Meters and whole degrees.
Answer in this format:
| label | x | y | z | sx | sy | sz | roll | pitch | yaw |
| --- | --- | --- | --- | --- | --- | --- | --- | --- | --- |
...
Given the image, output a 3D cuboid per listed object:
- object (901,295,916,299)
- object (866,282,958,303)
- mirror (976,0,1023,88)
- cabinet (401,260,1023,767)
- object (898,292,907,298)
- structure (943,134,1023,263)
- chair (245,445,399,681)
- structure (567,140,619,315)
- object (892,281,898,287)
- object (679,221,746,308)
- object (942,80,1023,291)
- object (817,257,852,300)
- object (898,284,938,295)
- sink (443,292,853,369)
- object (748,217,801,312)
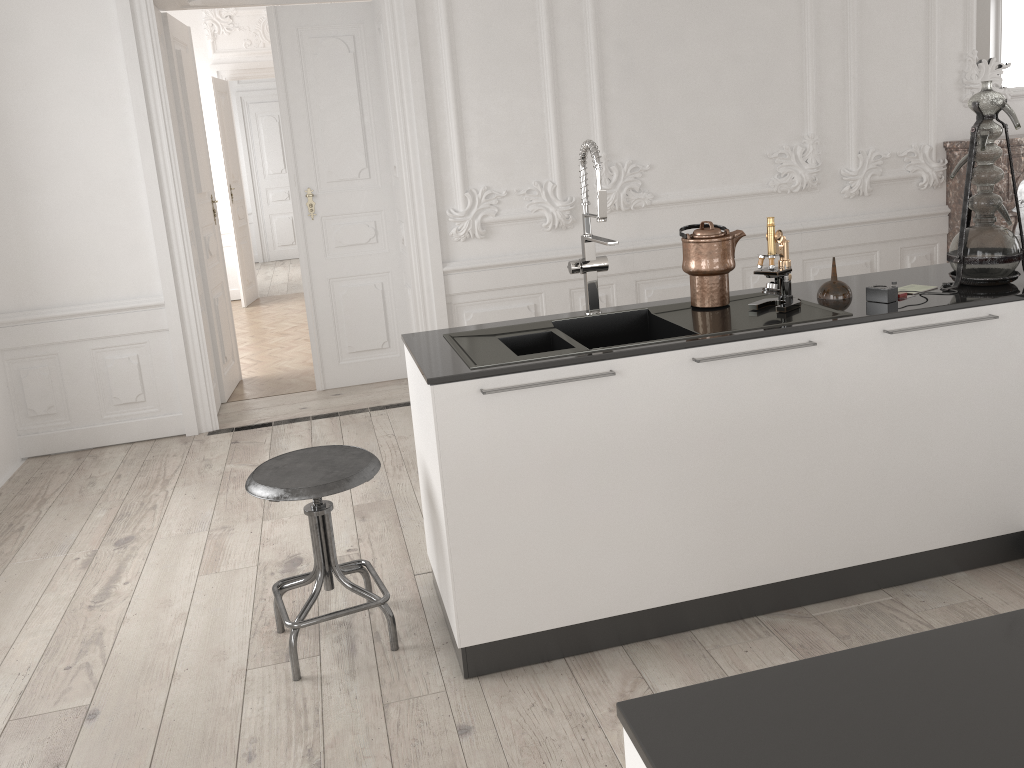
| label | x | y | z | sx | sy | sz | roll | pitch | yaw |
| --- | --- | --- | --- | --- | --- | --- | --- | --- | --- |
| object | 1.259 | -0.277 | 2.815 | 0.061 | 0.001 | 0.020 | -14 | 18 | -31 |
| object | 1.316 | -0.309 | 2.832 | 0.377 | 0.044 | 0.125 | -11 | 16 | -23 |
| mirror | 3.671 | -2.741 | 5.907 | 1.438 | 1.548 | 0.009 | -8 | 11 | -12 |
| cabinet | 1.173 | 0.411 | 1.975 | 2.466 | 0.868 | 2.747 | -8 | 15 | -12 |
| object | 1.244 | -0.287 | 2.836 | 0.039 | 0.010 | 0.026 | -14 | 17 | -31 |
| structure | 3.720 | -1.086 | 6.017 | 1.547 | 1.229 | 0.668 | -8 | 12 | -12 |
| chair | -0.574 | 0.523 | 2.713 | 0.405 | 0.569 | 0.404 | -15 | 16 | -37 |
| structure | 0.270 | -0.492 | 2.846 | 0.131 | 0.573 | 0.283 | -7 | 12 | -12 |
| object | 1.210 | -0.297 | 2.798 | 0.017 | 0.055 | 0.017 | -12 | 13 | -31 |
| object | 0.666 | -0.406 | 2.957 | 0.208 | 0.275 | 0.189 | 2 | 14 | 28 |
| object | 1.569 | -0.649 | 2.859 | 0.294 | 0.641 | 0.323 | 2 | 14 | 31 |
| object | 1.062 | -0.353 | 2.913 | 0.111 | 0.130 | 0.112 | -7 | 13 | -6 |
| object | 1.323 | -0.313 | 2.921 | 0.142 | 0.003 | 0.094 | -14 | 18 | -31 |
| sink | 0.402 | -0.118 | 2.757 | 1.167 | 0.138 | 0.492 | -8 | 15 | -12 |
| object | 0.845 | -0.390 | 2.817 | 0.171 | 0.287 | 0.132 | -16 | 16 | -41 |
